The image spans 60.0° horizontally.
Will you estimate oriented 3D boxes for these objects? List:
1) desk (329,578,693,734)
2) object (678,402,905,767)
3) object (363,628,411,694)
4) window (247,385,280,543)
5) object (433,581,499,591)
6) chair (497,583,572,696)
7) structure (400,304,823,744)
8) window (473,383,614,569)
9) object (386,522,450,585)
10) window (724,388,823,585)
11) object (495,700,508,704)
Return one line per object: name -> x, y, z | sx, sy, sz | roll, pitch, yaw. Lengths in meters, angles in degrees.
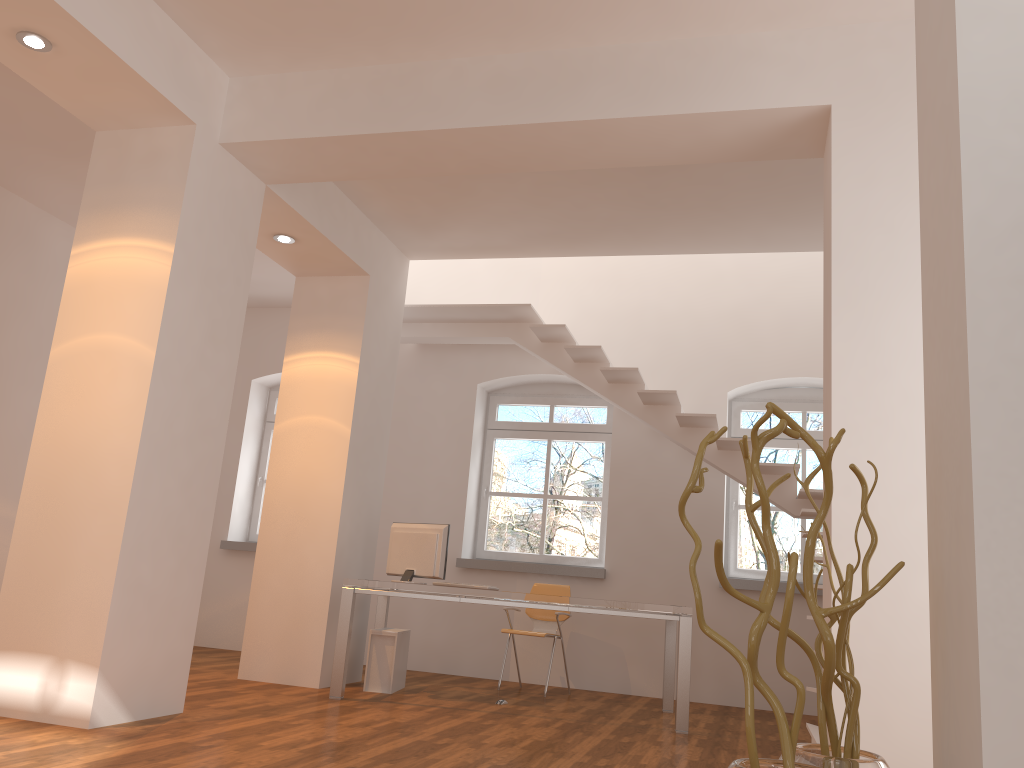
desk -> 0.033, 1.817, 6.090 | 2.239, 0.750, 1.092 | 3, -13, 6
object -> 0.499, 0.584, 1.450 | 0.284, 1.112, 0.655 | -5, -16, 36
object -> -0.893, 1.985, 6.381 | 0.200, 0.422, 0.474 | 3, -13, 6
window -> -1.991, 0.793, 8.991 | 1.308, 1.737, 0.142 | 1, -14, 16
object -> -0.338, 1.472, 6.467 | 0.467, 0.031, 0.200 | -2, -15, 25
chair -> 0.192, 1.997, 7.015 | 0.495, 0.829, 0.464 | -3, -15, 30
structure -> 0.737, 0.695, 6.048 | 4.630, 3.042, 3.450 | 1, -14, 16
window -> 0.327, 0.836, 8.341 | 1.308, 1.737, 0.142 | 1, -14, 16
object -> -0.704, 1.178, 6.194 | 0.516, 0.418, 0.245 | -8, -19, 44
window -> 2.535, 0.877, 7.722 | 1.308, 1.737, 0.142 | 1, -14, 16
object -> -0.070, 2.186, 6.088 | 0.054, 0.035, 0.115 | -2, -15, 25
